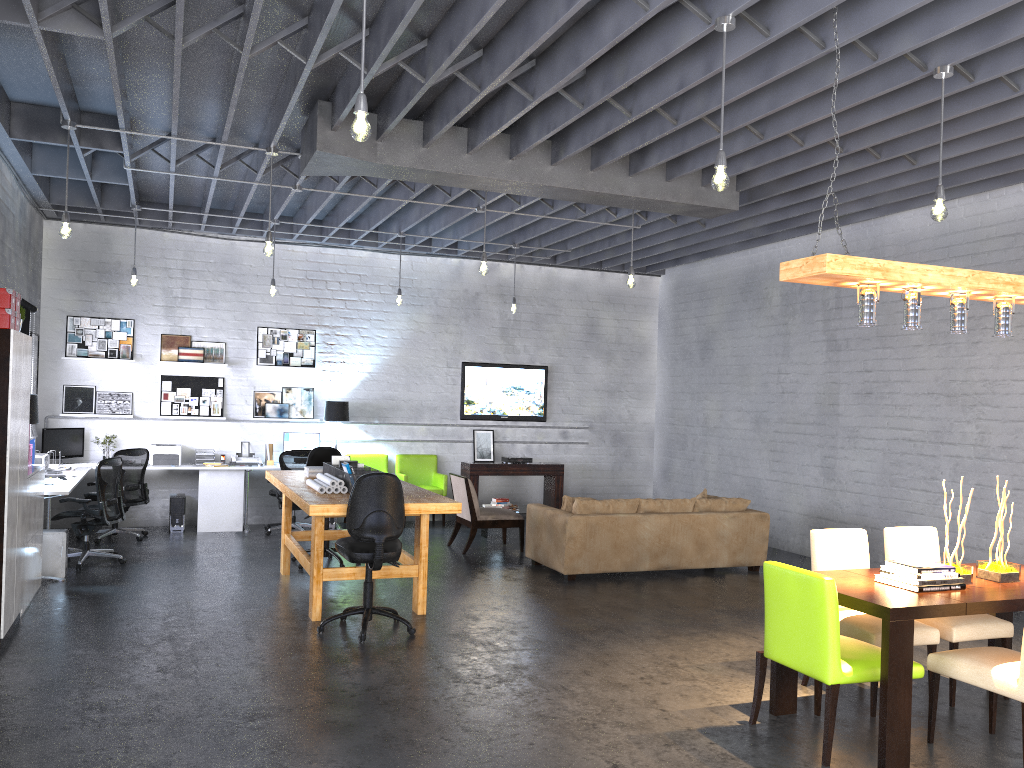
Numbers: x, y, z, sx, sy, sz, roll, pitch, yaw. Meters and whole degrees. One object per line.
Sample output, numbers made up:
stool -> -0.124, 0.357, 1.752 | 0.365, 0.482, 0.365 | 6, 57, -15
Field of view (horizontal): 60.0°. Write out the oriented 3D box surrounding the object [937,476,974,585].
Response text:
object -> 2.406, 0.790, 4.828 | 0.156, 0.583, 0.185 | 2, 0, -21

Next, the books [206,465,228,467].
books -> -3.584, 0.992, 10.770 | 0.148, 0.014, 0.211 | 1, -1, 33

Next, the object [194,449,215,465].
object -> -3.812, 0.906, 11.001 | 0.229, 0.180, 0.316 | 2, -1, -21

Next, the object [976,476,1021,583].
object -> 2.736, 0.804, 4.959 | 0.180, 0.583, 0.156 | 2, 0, -21

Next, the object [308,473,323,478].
object -> -1.611, 0.838, 8.148 | 0.520, 0.047, 0.047 | 2, -1, -22

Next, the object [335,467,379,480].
object -> -1.297, 0.789, 7.411 | 0.316, 0.156, 0.306 | 2, -1, -21

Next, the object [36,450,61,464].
object -> -5.048, 0.826, 9.547 | 0.324, 0.208, 0.233 | 2, -1, -21

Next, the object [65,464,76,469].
object -> -4.881, 0.913, 9.794 | 0.130, 0.049, 0.130 | 2, -1, -5

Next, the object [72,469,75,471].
object -> -4.767, 0.929, 9.631 | 0.071, 0.020, 0.058 | 1, -1, 33

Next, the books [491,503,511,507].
books -> -0.144, 1.566, 11.533 | 0.223, 0.026, 0.161 | 1, -1, 38

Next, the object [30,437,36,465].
object -> -4.555, 0.711, 8.261 | 0.212, 0.417, 0.465 | 2, -1, -21

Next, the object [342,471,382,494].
object -> -1.184, 0.787, 7.124 | 0.316, 0.156, 0.306 | 2, -1, -21

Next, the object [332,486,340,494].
object -> -1.482, 0.828, 7.206 | 0.057, 0.058, 0.635 | 2, -1, -21

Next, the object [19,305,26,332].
object -> -3.582, -0.468, 6.359 | 0.169, 0.240, 0.171 | 2, 0, -22

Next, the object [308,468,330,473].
object -> -1.615, 0.798, 8.162 | 0.520, 0.047, 0.046 | 2, -1, -23

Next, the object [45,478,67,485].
object -> -4.296, 0.915, 8.326 | 0.181, 0.028, 0.422 | 3, -1, -31

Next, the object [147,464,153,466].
object -> -4.331, 0.959, 10.513 | 0.103, 0.021, 0.131 | 3, -1, -41

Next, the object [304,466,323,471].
object -> -1.686, 0.799, 8.343 | 0.520, 0.047, 0.046 | 2, -1, -22

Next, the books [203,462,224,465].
books -> -3.617, 0.962, 10.741 | 0.211, 0.014, 0.148 | 2, -1, -7

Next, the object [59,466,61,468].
object -> -5.046, 0.928, 9.871 | 0.048, 0.012, 0.111 | 3, -1, -41

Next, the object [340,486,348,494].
object -> -1.429, 0.830, 7.227 | 0.058, 0.057, 0.635 | 2, -1, -21

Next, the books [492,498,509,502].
books -> -0.151, 1.508, 11.526 | 0.185, 0.041, 0.129 | 2, -1, -27

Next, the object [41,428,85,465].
object -> -5.223, 0.723, 10.295 | 0.147, 0.427, 0.560 | 2, -1, 15

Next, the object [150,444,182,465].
object -> -4.230, 0.862, 10.842 | 0.351, 0.235, 0.351 | 2, -1, -21

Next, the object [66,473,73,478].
object -> -4.348, 0.903, 8.720 | 0.062, 0.049, 0.078 | 1, -1, 39

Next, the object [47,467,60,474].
object -> -4.931, 0.894, 9.229 | 0.392, 0.064, 0.259 | 2, -1, -21

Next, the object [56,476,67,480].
object -> -4.380, 0.914, 8.608 | 0.114, 0.036, 0.058 | 2, -1, -31

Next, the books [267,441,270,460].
books -> -3.101, 0.874, 11.268 | 0.043, 0.296, 0.210 | 2, 0, -21

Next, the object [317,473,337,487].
object -> -1.506, 0.778, 7.196 | 0.057, 0.057, 0.635 | 2, -1, -21

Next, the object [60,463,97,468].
object -> -4.937, 0.929, 10.130 | 0.181, 0.028, 0.422 | 1, -1, 29

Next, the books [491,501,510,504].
books -> -0.154, 1.541, 11.533 | 0.208, 0.024, 0.144 | 3, -1, -36

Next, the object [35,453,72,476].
object -> -4.680, 0.812, 8.870 | 0.485, 0.230, 0.420 | 2, -1, -21

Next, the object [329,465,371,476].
object -> -1.409, 0.790, 7.697 | 0.316, 0.156, 0.306 | 2, -1, -21

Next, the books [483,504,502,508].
books -> -0.248, 1.541, 11.191 | 0.223, 0.027, 0.161 | 2, -1, -12

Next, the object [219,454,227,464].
object -> -3.625, 0.942, 11.120 | 0.093, 0.116, 0.067 | 2, 0, -21

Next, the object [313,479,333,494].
object -> -1.535, 0.826, 7.185 | 0.058, 0.057, 0.635 | 2, -1, -21

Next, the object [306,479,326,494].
object -> -1.588, 0.823, 7.164 | 0.057, 0.058, 0.635 | 2, -1, -21

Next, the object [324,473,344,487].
object -> -1.453, 0.780, 7.217 | 0.057, 0.057, 0.635 | 2, -1, -21

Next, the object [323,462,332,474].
object -> -1.522, 0.792, 7.983 | 0.316, 0.156, 0.306 | 2, -1, -21

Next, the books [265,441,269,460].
books -> -3.107, 0.874, 11.261 | 0.036, 0.296, 0.210 | 2, 0, -21

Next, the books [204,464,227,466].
books -> -3.594, 0.977, 10.753 | 0.148, 0.014, 0.211 | 1, -2, 43

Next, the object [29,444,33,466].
object -> -4.129, 0.592, 7.390 | 0.214, 0.177, 0.161 | 2, -1, -21

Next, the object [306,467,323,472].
object -> -1.652, 0.798, 8.257 | 0.520, 0.047, 0.046 | 2, -1, -22

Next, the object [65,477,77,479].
object -> -4.353, 0.926, 8.714 | 0.119, 0.016, 0.119 | 2, -1, -4

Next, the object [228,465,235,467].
object -> -3.419, 1.002, 10.817 | 0.008, 0.007, 0.141 | 2, -1, 13

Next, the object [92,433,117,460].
object -> -4.867, 0.773, 10.625 | 0.271, 0.363, 0.297 | 2, -1, 23

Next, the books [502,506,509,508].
books -> -0.172, 1.593, 11.528 | 0.223, 0.032, 0.161 | 3, -1, -41
